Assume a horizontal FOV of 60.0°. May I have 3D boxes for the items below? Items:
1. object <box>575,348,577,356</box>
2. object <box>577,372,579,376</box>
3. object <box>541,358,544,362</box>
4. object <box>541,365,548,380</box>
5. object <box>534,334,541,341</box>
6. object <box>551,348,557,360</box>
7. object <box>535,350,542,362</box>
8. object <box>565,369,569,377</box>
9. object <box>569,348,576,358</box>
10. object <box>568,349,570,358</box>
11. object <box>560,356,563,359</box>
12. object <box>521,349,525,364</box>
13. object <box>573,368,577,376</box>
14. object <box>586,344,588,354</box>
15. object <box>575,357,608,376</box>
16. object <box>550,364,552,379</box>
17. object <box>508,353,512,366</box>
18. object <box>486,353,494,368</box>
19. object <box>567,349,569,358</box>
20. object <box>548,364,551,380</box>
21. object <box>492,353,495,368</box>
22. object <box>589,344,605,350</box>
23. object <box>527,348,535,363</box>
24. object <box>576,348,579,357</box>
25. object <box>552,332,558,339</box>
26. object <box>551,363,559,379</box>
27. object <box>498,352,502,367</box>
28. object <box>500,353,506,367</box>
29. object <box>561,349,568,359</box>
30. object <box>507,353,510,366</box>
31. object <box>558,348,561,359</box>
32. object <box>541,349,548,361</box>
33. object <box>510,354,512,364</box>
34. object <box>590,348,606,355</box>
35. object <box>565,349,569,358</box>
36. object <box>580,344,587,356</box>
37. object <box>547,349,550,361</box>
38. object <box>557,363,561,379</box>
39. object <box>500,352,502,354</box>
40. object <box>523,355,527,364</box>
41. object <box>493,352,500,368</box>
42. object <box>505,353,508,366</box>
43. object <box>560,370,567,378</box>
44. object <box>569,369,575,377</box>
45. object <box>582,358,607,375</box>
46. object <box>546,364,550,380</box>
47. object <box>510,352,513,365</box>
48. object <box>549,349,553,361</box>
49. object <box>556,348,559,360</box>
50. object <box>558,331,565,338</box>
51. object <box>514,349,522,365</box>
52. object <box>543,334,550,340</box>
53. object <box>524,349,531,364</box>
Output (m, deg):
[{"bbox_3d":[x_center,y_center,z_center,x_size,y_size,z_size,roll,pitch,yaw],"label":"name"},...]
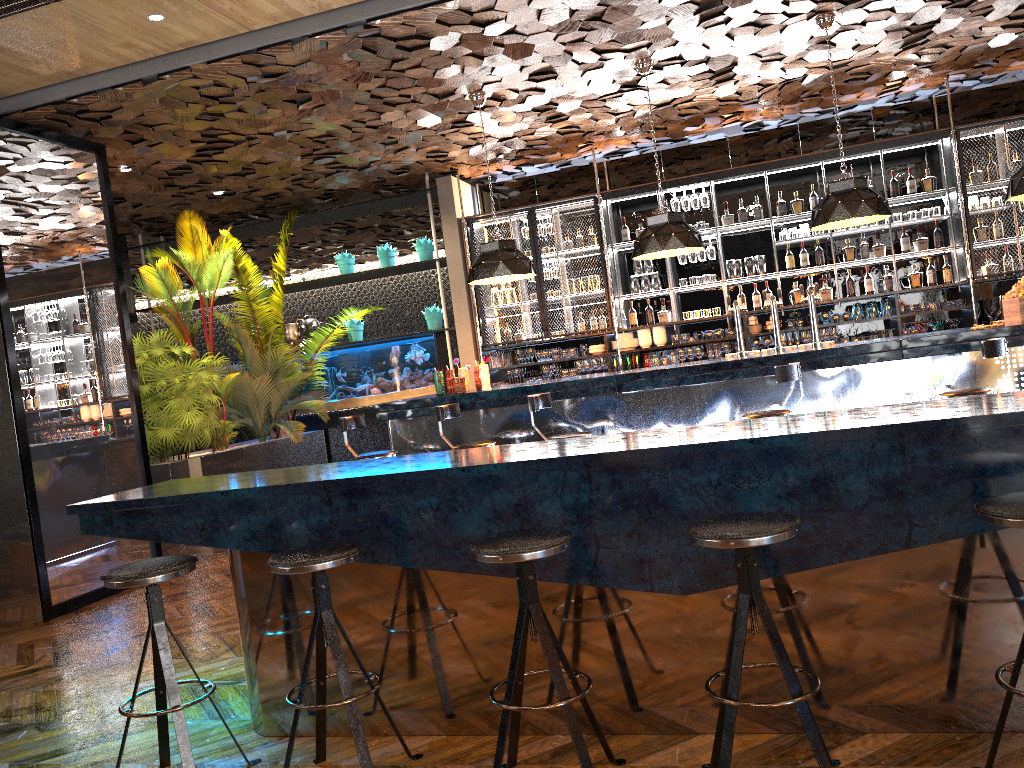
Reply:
[{"bbox_3d":[0.694,-0.349,10.057,0.078,0.099,0.078,-8,1,-16],"label":"object"},{"bbox_3d":[0.738,-0.110,10.143,0.074,0.146,0.065,-7,1,39],"label":"object"},{"bbox_3d":[0.344,-0.324,10.194,0.081,0.132,0.081,-8,1,-12],"label":"object"},{"bbox_3d":[0.368,-0.099,9.972,0.088,0.229,0.077,-7,1,30],"label":"object"},{"bbox_3d":[0.297,-0.530,10.156,0.077,0.080,0.077,-8,1,-34],"label":"object"},{"bbox_3d":[0.476,-0.334,9.936,0.074,0.131,0.074,-7,1,29],"label":"object"},{"bbox_3d":[0.303,-0.315,10.054,0.081,0.132,0.081,-8,1,-12],"label":"object"},{"bbox_3d":[0.611,-0.092,10.066,0.065,0.146,0.074,-7,1,29],"label":"object"},{"bbox_3d":[0.673,-0.343,9.872,0.078,0.099,0.078,-8,1,-16],"label":"object"},{"bbox_3d":[0.667,-0.344,9.968,0.078,0.099,0.078,-8,1,-16],"label":"object"},{"bbox_3d":[0.582,-0.335,9.994,0.078,0.103,0.078,-8,1,-31],"label":"object"},{"bbox_3d":[0.113,-0.311,10.161,0.087,0.170,0.087,-8,1,-23],"label":"object"},{"bbox_3d":[0.705,-0.103,10.046,0.065,0.146,0.074,-7,2,39],"label":"object"},{"bbox_3d":[0.828,-0.384,10.105,0.074,0.131,0.074,-7,1,29],"label":"object"},{"bbox_3d":[0.899,-0.166,9.918,0.376,0.227,0.186,-7,1,15],"label":"object"},{"bbox_3d":[0.441,-0.114,10.228,0.077,0.229,0.088,-8,1,-9],"label":"object"},{"bbox_3d":[-0.040,-0.286,10.284,0.051,0.152,0.058,-6,2,43],"label":"object"},{"bbox_3d":[-0.255,-0.267,10.169,0.067,0.174,0.067,-7,1,25],"label":"object"},{"bbox_3d":[0.629,-0.344,10.164,0.078,0.103,0.078,-8,1,-31],"label":"object"},{"bbox_3d":[0.414,-0.109,10.139,0.077,0.229,0.088,-7,1,32],"label":"object"},{"bbox_3d":[-0.231,-0.271,10.240,0.067,0.174,0.067,-8,1,-33],"label":"object"},{"bbox_3d":[0.955,-0.403,9.861,0.209,0.060,0.211,-8,1,-29],"label":"object"},{"bbox_3d":[0.220,-0.322,9.994,0.087,0.170,0.087,-8,1,-23],"label":"object"},{"bbox_3d":[0.721,-0.354,10.136,0.078,0.099,0.078,-8,1,-16],"label":"object"},{"bbox_3d":[0.490,-0.556,10.175,0.077,0.080,0.077,-8,1,-18],"label":"object"},{"bbox_3d":[0.489,-0.116,10.027,0.088,0.229,0.077,-7,1,16],"label":"object"},{"bbox_3d":[-0.161,-0.280,10.233,0.067,0.174,0.067,-6,2,42],"label":"object"},{"bbox_3d":[-0.101,-0.274,10.116,0.051,0.152,0.058,-7,1,22],"label":"object"},{"bbox_3d":[0.580,-0.333,9.907,0.078,0.103,0.078,-8,1,-31],"label":"object"},{"bbox_3d":[-0.060,-0.282,10.228,0.058,0.152,0.051,-8,1,-22],"label":"object"},{"bbox_3d":[0.527,-0.344,10.102,0.074,0.131,0.074,-7,1,29],"label":"object"},{"bbox_3d":[0.368,-0.322,9.980,0.081,0.132,0.081,-8,1,-12],"label":"object"},{"bbox_3d":[-0.038,-0.287,10.345,0.051,0.152,0.058,-6,2,41],"label":"object"},{"bbox_3d":[0.960,-0.362,9.862,0.211,0.060,0.209,-8,1,-24],"label":"object"},{"bbox_3d":[0.606,-0.340,10.082,0.078,0.103,0.078,-8,1,-31],"label":"object"},{"bbox_3d":[0.806,-0.378,9.927,0.074,0.131,0.074,-7,1,29],"label":"object"},{"bbox_3d":[0.398,-0.329,10.096,0.081,0.132,0.081,-8,1,-12],"label":"object"},{"bbox_3d":[0.527,-0.124,10.144,0.088,0.229,0.077,-7,1,18],"label":"object"},{"bbox_3d":[-0.138,-0.285,10.320,0.067,0.174,0.067,-8,1,-23],"label":"object"},{"bbox_3d":[0.146,-0.318,10.275,0.087,0.170,0.087,-8,1,-23],"label":"object"},{"bbox_3d":[-0.176,-0.277,10.157,0.067,0.174,0.067,-8,1,-34],"label":"object"},{"bbox_3d":[-0.081,-0.278,10.171,0.058,0.152,0.051,-7,1,21],"label":"object"},{"bbox_3d":[0.584,-0.086,9.966,0.074,0.146,0.065,-8,1,-7],"label":"object"},{"bbox_3d":[0.676,-0.098,9.943,0.074,0.146,0.065,-7,1,11],"label":"object"},{"bbox_3d":[0.954,-0.177,10.106,0.376,0.227,0.186,-7,1,15],"label":"object"},{"bbox_3d":[0.395,-0.105,10.060,0.088,0.229,0.077,-8,1,-24],"label":"object"},{"bbox_3d":[-0.019,-0.291,10.400,0.051,0.152,0.058,-8,1,-23],"label":"object"},{"bbox_3d":[0.438,-0.336,10.219,0.081,0.132,0.081,-8,1,-12],"label":"object"},{"bbox_3d":[0.503,-0.340,10.019,0.074,0.131,0.074,-7,1,29],"label":"object"},{"bbox_3d":[0.562,-0.563,10.096,0.077,0.080,0.077,-7,1,5],"label":"object"},{"bbox_3d":[0.079,-0.305,10.048,0.087,0.170,0.087,-8,1,-23],"label":"object"},{"bbox_3d":[0.393,-0.542,10.115,0.077,0.080,0.077,-7,1,2],"label":"object"},{"bbox_3d":[0.187,-0.320,10.099,0.087,0.170,0.087,-8,1,-23],"label":"object"}]
